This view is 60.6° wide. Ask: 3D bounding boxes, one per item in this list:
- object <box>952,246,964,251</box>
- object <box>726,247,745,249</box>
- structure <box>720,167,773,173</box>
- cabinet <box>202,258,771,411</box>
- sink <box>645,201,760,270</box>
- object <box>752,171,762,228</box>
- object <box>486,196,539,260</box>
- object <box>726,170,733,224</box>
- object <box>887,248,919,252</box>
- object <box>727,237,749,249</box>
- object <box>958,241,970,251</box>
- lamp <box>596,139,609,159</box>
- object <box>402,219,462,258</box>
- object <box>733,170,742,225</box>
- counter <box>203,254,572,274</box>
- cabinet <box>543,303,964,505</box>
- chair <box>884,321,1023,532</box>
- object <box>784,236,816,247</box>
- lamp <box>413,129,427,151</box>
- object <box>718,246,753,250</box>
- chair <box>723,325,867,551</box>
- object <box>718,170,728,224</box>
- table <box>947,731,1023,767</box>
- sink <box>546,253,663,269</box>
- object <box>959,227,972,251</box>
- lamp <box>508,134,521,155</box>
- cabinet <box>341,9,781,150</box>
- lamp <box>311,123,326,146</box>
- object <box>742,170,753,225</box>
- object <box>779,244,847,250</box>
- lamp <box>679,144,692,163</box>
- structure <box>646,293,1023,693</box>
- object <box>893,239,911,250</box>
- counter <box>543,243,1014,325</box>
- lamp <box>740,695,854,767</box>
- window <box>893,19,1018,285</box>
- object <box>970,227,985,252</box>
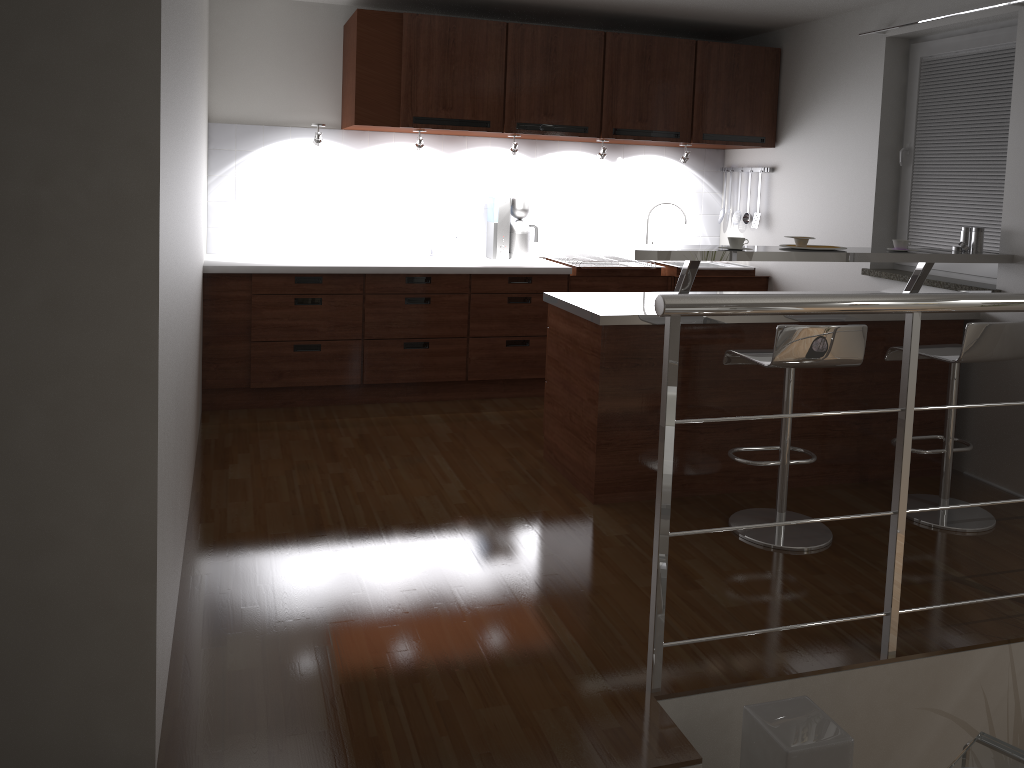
[{"bbox_3d":[2.068,-0.627,4.059,0.050,0.019,0.052,-1,13,-15],"label":"object"},{"bbox_3d":[0.915,-0.557,3.589,0.078,0.002,0.078,12,16,35],"label":"object"},{"bbox_3d":[1.595,-1.460,5.968,0.048,0.033,0.611,-1,14,-17],"label":"structure"},{"bbox_3d":[-0.089,-0.374,5.524,3.502,0.787,0.694,-2,9,-18],"label":"cabinet"},{"bbox_3d":[1.224,-0.938,5.913,0.672,0.569,0.613,-1,10,-18],"label":"sink"},{"bbox_3d":[1.619,-1.216,5.772,0.024,0.376,0.072,1,5,-18],"label":"object"},{"bbox_3d":[0.018,-1.014,5.687,0.329,0.399,0.166,0,6,-18],"label":"object"},{"bbox_3d":[1.519,-1.303,6.112,0.008,0.371,0.033,1,5,-18],"label":"object"},{"bbox_3d":[1.716,-0.593,3.879,0.130,0.008,0.142,-8,17,-38],"label":"object"},{"bbox_3d":[0.922,-0.576,3.584,0.080,0.045,0.068,8,12,26],"label":"object"},{"bbox_3d":[2.087,-0.635,4.042,0.051,0.044,0.051,7,11,29],"label":"object"},{"bbox_3d":[0.564,-1.464,5.465,0.080,0.122,0.081,5,8,21],"label":"lamp"},{"bbox_3d":[-0.509,-0.926,5.574,0.369,0.237,0.159,-1,8,-17],"label":"object"},{"bbox_3d":[1.550,-1.274,5.996,0.020,0.372,0.108,1,5,-18],"label":"object"},{"bbox_3d":[-0.741,-0.724,5.282,2.102,0.039,0.696,-2,14,-18],"label":"counter"},{"bbox_3d":[1.133,0.020,4.158,1.847,0.739,0.646,-2,9,-18],"label":"cabinet"},{"bbox_3d":[1.820,0.129,3.610,0.387,0.835,0.433,0,7,-22],"label":"chair"},{"bbox_3d":[1.259,-0.613,3.787,0.140,0.041,0.132,-1,13,-16],"label":"object"},{"bbox_3d":[-0.541,-1.423,5.111,0.080,0.122,0.081,5,8,21],"label":"lamp"},{"bbox_3d":[0.905,-0.554,3.585,0.129,0.008,0.143,-1,14,-15],"label":"object"},{"bbox_3d":[1.063,0.157,3.368,0.388,0.835,0.433,1,6,-14],"label":"chair"},{"bbox_3d":[1.486,-1.316,6.173,0.033,0.376,0.066,1,5,-18],"label":"object"},{"bbox_3d":[1.141,1.171,1.952,0.554,0.393,0.471,-7,14,-42],"label":"table"},{"bbox_3d":[0.591,-0.729,5.727,0.600,0.196,0.614,-2,13,-18],"label":"sink"},{"bbox_3d":[2.123,-0.678,4.092,0.052,0.108,0.053,-2,7,-34],"label":"object"},{"bbox_3d":[0.012,-1.444,5.288,0.080,0.122,0.081,5,8,21],"label":"lamp"},{"bbox_3d":[0.337,-1.872,5.544,2.717,0.626,0.664,-2,10,-18],"label":"cabinet"},{"bbox_3d":[-1.093,-1.403,4.934,0.080,0.122,0.081,5,8,21],"label":"lamp"},{"bbox_3d":[1.603,-1.255,5.895,0.043,0.359,0.092,1,5,-18],"label":"object"},{"bbox_3d":[1.314,-0.594,3.815,0.309,0.010,0.223,-1,14,-15],"label":"object"},{"bbox_3d":[1.116,-1.485,5.642,0.080,0.122,0.081,5,8,21],"label":"lamp"},{"bbox_3d":[1.459,0.248,2.613,2.323,1.036,0.058,-2,5,-18],"label":"structure"},{"bbox_3d":[1.728,-0.615,3.883,0.079,0.045,0.068,6,11,19],"label":"object"},{"bbox_3d":[1.281,-0.493,4.082,2.102,0.313,0.858,-2,13,-18],"label":"counter"},{"bbox_3d":[0.692,1.064,2.164,0.192,0.473,0.202,0,6,-18],"label":"lamp"},{"bbox_3d":[2.276,-1.163,4.434,0.142,1.246,0.859,1,7,-18],"label":"window"},{"bbox_3d":[2.147,-0.665,4.039,0.052,0.110,0.053,-2,7,-34],"label":"object"}]
